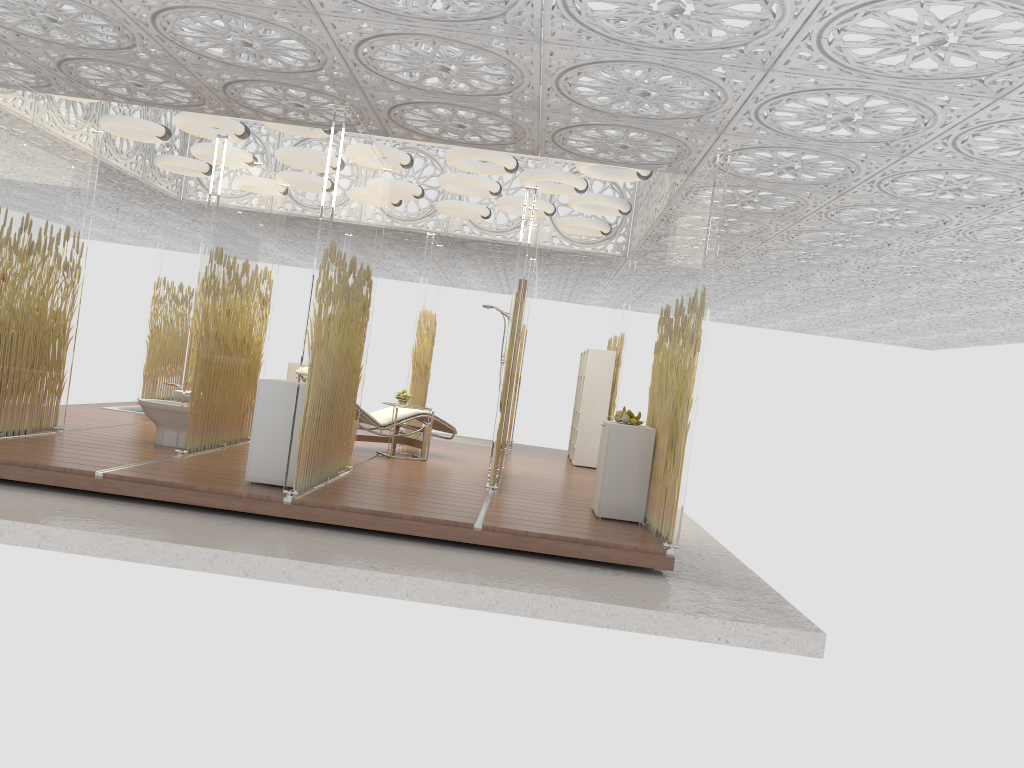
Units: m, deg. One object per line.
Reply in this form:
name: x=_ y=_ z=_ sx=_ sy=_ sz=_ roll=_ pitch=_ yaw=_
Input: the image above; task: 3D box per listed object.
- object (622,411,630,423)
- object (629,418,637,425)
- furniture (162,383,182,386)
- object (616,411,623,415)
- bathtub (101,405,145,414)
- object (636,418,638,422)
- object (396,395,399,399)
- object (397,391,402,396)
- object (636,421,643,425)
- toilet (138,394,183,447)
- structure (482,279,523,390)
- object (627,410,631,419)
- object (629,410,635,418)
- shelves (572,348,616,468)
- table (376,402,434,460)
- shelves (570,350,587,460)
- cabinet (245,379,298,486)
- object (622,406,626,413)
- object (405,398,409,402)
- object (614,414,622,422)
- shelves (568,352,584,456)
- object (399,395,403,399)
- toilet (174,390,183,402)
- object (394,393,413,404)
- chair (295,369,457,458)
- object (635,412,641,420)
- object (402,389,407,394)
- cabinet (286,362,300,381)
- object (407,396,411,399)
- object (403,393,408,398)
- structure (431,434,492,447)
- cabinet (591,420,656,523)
object: x=0.892 y=0.258 z=6.928 sx=0.064 sy=0.097 sz=0.064 roll=8 pitch=0 yaw=-8
object: x=0.946 y=0.293 z=6.940 sx=0.055 sy=0.055 sz=0.066 roll=7 pitch=0 yaw=-41
furniture: x=-3.961 y=0.002 z=10.759 sx=0.178 sy=0.014 sz=0.977 roll=8 pitch=0 yaw=1
object: x=0.867 y=0.247 z=7.096 sx=0.077 sy=0.067 sz=0.078 roll=8 pitch=0 yaw=3
bathtub: x=-4.422 y=0.433 z=11.135 sx=0.700 sy=0.582 sz=1.700 roll=8 pitch=0 yaw=1
object: x=0.965 y=0.276 z=7.040 sx=0.030 sy=0.090 sz=0.195 roll=8 pitch=0 yaw=-15
object: x=-1.188 y=0.135 z=9.246 sx=0.040 sy=0.040 sz=0.039 roll=8 pitch=0 yaw=-7
object: x=-1.172 y=0.099 z=9.230 sx=0.047 sy=0.045 sz=0.047 roll=8 pitch=0 yaw=2
object: x=0.992 y=0.280 z=7.056 sx=0.035 sy=0.092 sz=0.194 roll=7 pitch=0 yaw=-29
toilet: x=-2.968 y=0.287 z=7.763 sx=0.611 sy=0.506 sz=0.401 roll=8 pitch=0 yaw=1
structure: x=-0.202 y=-0.331 z=12.759 sx=0.624 sy=2.402 sz=0.433 roll=8 pitch=0 yaw=-12
object: x=0.933 y=0.246 z=7.033 sx=0.032 sy=0.085 sz=0.186 roll=8 pitch=0 yaw=13
object: x=0.953 y=0.240 z=7.018 sx=0.045 sy=0.064 sz=0.202 roll=8 pitch=0 yaw=5
shelves: x=1.028 y=0.299 z=11.147 sx=0.344 sy=1.460 sz=0.366 roll=8 pitch=0 yaw=1
table: x=-1.119 y=0.489 z=9.262 sx=0.420 sy=0.535 sz=0.420 roll=7 pitch=0 yaw=-29
shelves: x=1.045 y=0.298 z=11.850 sx=0.344 sy=1.460 sz=0.366 roll=8 pitch=0 yaw=1
cabinet: x=-1.620 y=0.341 z=6.433 sx=0.358 sy=0.712 sz=0.595 roll=8 pitch=0 yaw=1
object: x=0.903 y=0.219 z=7.036 sx=0.035 sy=0.084 sz=0.200 roll=8 pitch=0 yaw=23
object: x=-1.098 y=0.163 z=9.247 sx=0.045 sy=0.042 sz=0.045 roll=8 pitch=0 yaw=-4
object: x=0.838 y=0.266 z=6.980 sx=0.066 sy=0.065 sz=0.091 roll=8 pitch=0 yaw=16
shelves: x=1.062 y=0.298 z=12.554 sx=0.344 sy=1.460 sz=0.366 roll=8 pitch=0 yaw=1
object: x=-1.152 y=0.136 z=9.221 sx=0.047 sy=0.045 sz=0.047 roll=8 pitch=0 yaw=6
toilet: x=-2.954 y=0.314 z=8.519 sx=0.611 sy=0.437 sz=0.401 roll=8 pitch=0 yaw=1
object: x=-1.141 y=0.159 z=9.278 sx=0.206 sy=0.105 sz=0.206 roll=7 pitch=0 yaw=-44
chair: x=-1.444 y=0.319 z=9.529 sx=1.787 sy=0.811 sz=0.635 roll=7 pitch=0 yaw=-39
object: x=0.989 y=0.253 z=7.052 sx=0.051 sy=0.079 sz=0.186 roll=8 pitch=0 yaw=-20
object: x=-1.124 y=0.081 z=9.272 sx=0.055 sy=0.056 sz=0.055 roll=8 pitch=0 yaw=1
cabinet: x=-2.813 y=0.122 z=12.386 sx=0.549 sy=0.782 sz=0.643 roll=8 pitch=0 yaw=1
object: x=-1.083 y=0.136 z=9.288 sx=0.055 sy=0.048 sz=0.054 roll=8 pitch=0 yaw=-5
object: x=-1.109 y=0.120 z=9.240 sx=0.055 sy=0.054 sz=0.050 roll=7 pitch=0 yaw=-29
structure: x=-0.693 y=0.835 z=12.845 sx=0.879 sy=0.039 sz=1.053 roll=8 pitch=0 yaw=1
cabinet: x=0.870 y=0.671 z=6.987 sx=0.358 sy=0.712 sz=0.595 roll=8 pitch=0 yaw=1
